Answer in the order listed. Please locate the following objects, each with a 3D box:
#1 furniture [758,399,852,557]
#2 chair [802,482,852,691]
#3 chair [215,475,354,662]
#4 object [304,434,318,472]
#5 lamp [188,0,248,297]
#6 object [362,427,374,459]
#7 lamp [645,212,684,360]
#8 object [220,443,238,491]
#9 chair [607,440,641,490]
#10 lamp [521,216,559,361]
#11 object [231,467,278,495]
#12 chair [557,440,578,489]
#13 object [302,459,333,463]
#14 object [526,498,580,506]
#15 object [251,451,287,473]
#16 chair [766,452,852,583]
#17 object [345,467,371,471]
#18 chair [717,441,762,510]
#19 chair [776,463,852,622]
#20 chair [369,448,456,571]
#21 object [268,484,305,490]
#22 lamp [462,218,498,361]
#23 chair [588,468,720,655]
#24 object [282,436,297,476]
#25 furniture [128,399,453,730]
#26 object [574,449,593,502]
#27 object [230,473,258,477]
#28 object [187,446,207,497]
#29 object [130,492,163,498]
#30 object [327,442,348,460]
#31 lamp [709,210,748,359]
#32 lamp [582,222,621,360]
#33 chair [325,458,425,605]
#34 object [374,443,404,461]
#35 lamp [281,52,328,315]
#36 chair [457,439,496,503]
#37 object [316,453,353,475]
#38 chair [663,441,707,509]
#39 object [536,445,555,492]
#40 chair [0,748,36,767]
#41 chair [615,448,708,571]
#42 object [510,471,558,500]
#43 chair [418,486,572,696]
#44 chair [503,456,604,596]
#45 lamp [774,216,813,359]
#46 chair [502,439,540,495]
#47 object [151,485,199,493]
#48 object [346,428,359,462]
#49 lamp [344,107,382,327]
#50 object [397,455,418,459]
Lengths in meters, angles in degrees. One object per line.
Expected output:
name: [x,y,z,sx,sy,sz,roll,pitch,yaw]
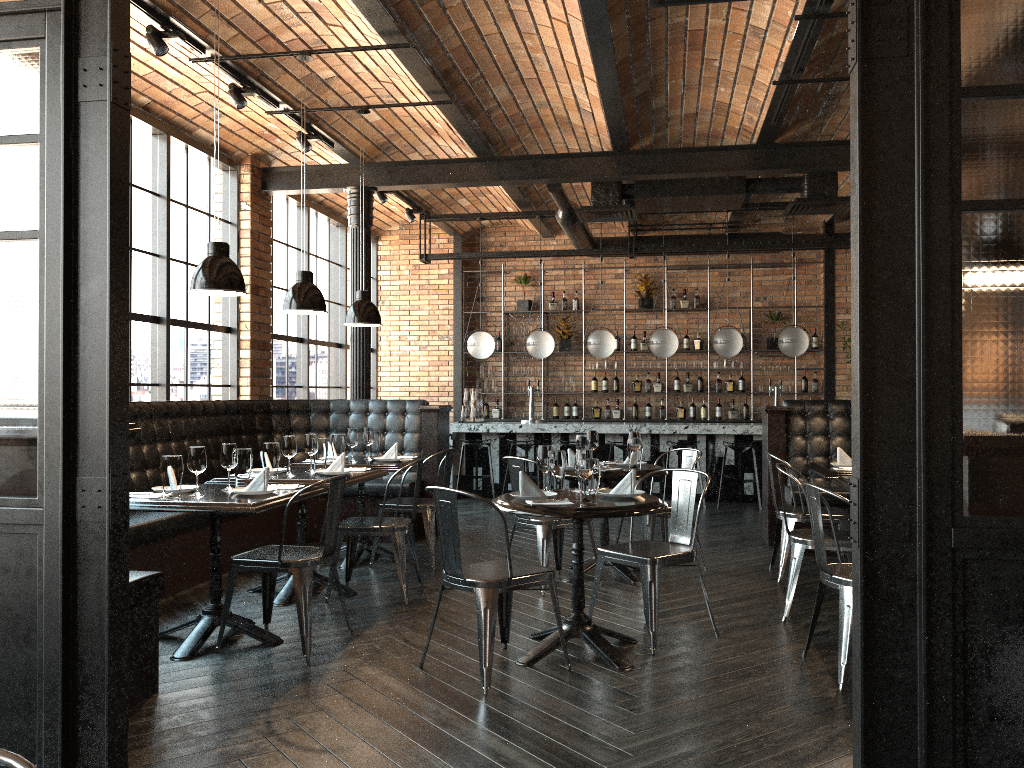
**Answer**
furniture: [2.666,0.710,4.925,1.979,1.212,5.451,0,-1,10]
chair: [1.626,0.879,4.018,0.558,0.857,0.504,0,-1,0]
chair: [-1.121,0.885,4.485,0.558,0.857,0.504,0,-1,15]
object: [-1.301,0.446,5.744,0.092,0.244,0.092,0,-1,-29]
lamp: [-1.513,-1.291,4.572,0.291,1.653,0.291,0,-1,-15]
object: [-1.108,0.456,6.840,0.092,0.244,0.092,0,-1,-29]
lamp: [1.785,-1.162,10.437,0.340,1.754,0.340,0,-1,-34]
object: [-1.490,0.436,4.669,0.092,0.244,0.092,0,-1,-41]
chair: [1.273,0.995,10.006,0.475,0.737,0.414,0,-1,20]
lamp: [0.342,-1.159,10.691,0.340,1.754,0.340,0,-1,-34]
object: [-1.315,0.493,4.535,0.232,0.139,0.232,0,-1,7]
chair: [0.701,0.996,10.107,0.475,0.737,0.414,0,-1,5]
object: [-1.407,0.567,6.568,0.255,0.019,0.157,0,-1,10]
object: [0.196,0.543,4.112,0.255,0.019,0.157,0,-1,-10]
object: [-1.562,0.504,5.692,0.232,0.139,0.232,0,-1,4]
chair: [2.043,0.898,6.109,0.558,0.857,0.504,0,-1,10]
object: [-1.070,0.560,5.861,0.255,0.019,0.157,0,-1,10]
chair: [2.514,0.992,9.788,0.475,0.737,0.414,0,-1,15]
chair: [1.797,0.889,5.055,0.558,0.857,0.504,0,-1,20]
chair: [-0.711,0.905,6.608,0.558,0.857,0.504,0,-1,15]
object: [-1.259,0.551,4.786,0.255,0.019,0.157,0,-1,10]
lamp: [-0.380,-1.157,10.818,0.340,1.754,0.340,0,-1,-34]
chair: [0.739,0.885,4.639,0.558,0.857,0.504,0,-1,-40]
object: [-1.379,0.444,5.493,0.092,0.244,0.092,0,-1,-41]
furniture: [-1.995,0.721,5.749,1.979,1.212,5.451,0,-1,10]
object: [0.340,0.430,4.187,0.092,0.244,0.092,0,-1,7]
object: [-1.600,0.557,5.472,0.255,0.019,0.157,0,-1,10]
object: [-1.568,0.434,4.418,0.092,0.244,0.092,0,-1,-41]
object: [-1.789,0.547,4.397,0.255,0.019,0.157,0,-1,10]
object: [-1.369,0.514,6.788,0.232,0.139,0.232,0,-1,4]
lamp: [2.507,-1.164,10.310,0.340,1.754,0.340,0,-1,-34]
lamp: [1.063,-1.161,10.564,0.340,1.754,0.340,0,-1,-34]
chair: [-0.835,0.895,5.570,0.558,0.857,0.504,0,-1,5]
object: [-0.933,0.513,6.705,0.232,0.139,0.232,0,-1,7]
lamp: [-1.322,-1.281,5.658,0.291,1.653,0.291,0,-1,35]
chair: [-0.417,0.999,10.304,0.475,0.737,0.414,0,-1,0]
object: [-1.125,0.503,5.610,0.232,0.139,0.232,0,-1,7]
chair: [1.904,0.993,9.895,0.475,0.737,0.414,0,-1,5]
object: [0.170,0.433,4.498,0.092,0.244,0.092,0,-1,-27]
chair: [-0.708,0.850,0.779,0.504,0.857,0.558,0,-1,-10]
chair: [1.077,0.902,6.447,0.558,0.857,0.504,0,-1,-25]
object: [0.106,0.490,4.314,0.232,0.139,0.232,0,-1,6]
chair: [-0.093,0.881,4.054,0.558,0.857,0.504,0,-1,-40]
chair: [0.240,0.897,5.859,0.558,0.857,0.504,0,-1,-35]
lamp: [3.229,-1.166,10.183,0.340,1.754,0.340,0,-1,-34]
chair: [0.146,0.997,10.205,0.475,0.737,0.414,0,-1,15]
object: [-1.752,0.494,4.618,0.232,0.139,0.232,0,-1,4]
object: [-1.186,0.454,6.588,0.092,0.244,0.092,0,-1,-29]
lamp: [-1.130,-1.271,6.744,0.291,1.653,0.291,0,-1,-35]
object: [-0.877,0.571,6.956,0.255,0.019,0.157,0,-1,10]
